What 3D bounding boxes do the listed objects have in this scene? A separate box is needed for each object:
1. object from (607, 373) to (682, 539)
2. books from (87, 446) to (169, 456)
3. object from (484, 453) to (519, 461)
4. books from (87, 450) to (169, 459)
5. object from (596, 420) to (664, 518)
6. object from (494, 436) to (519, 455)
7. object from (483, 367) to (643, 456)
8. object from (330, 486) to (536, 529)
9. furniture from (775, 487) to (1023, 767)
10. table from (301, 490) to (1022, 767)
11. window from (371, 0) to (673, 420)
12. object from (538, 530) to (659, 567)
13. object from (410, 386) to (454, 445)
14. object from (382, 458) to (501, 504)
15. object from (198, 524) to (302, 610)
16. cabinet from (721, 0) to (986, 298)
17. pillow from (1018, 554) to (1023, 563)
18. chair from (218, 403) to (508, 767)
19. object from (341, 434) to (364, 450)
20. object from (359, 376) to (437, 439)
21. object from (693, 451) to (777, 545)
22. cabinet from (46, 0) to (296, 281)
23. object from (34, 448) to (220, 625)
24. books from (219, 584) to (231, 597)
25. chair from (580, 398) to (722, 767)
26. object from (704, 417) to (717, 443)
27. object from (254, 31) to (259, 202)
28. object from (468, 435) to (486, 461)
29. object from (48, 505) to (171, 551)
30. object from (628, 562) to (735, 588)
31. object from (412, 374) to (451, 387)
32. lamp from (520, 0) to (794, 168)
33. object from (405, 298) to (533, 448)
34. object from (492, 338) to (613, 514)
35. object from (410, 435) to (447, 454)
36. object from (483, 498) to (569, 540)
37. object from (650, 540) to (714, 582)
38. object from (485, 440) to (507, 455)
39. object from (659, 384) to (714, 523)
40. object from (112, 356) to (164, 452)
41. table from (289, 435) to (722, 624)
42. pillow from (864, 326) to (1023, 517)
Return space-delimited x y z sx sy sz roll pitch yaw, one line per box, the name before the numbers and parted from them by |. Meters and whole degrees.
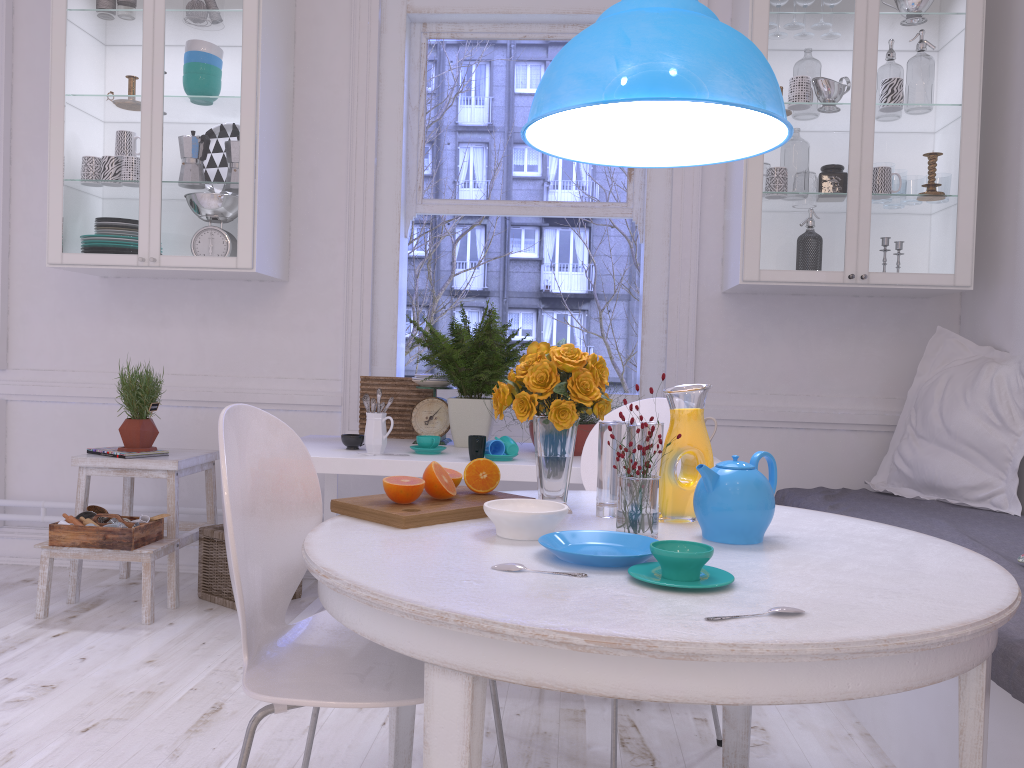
object | 0.229 0.123 1.539 0.128 0.287 0.128 2 1 6
books | -1.441 0.250 3.328 0.246 0.007 0.180 3 2 34
object | -0.040 0.227 2.779 0.121 0.021 0.121 3 2 44
books | -1.441 0.259 3.329 0.246 0.011 0.180 3 2 34
object | 0.234 0.169 1.759 0.101 0.186 0.122 3 2 34
object | -0.018 0.195 2.785 0.069 0.059 0.082 1 2 -18
object | 0.197 0.073 3.039 0.668 0.367 0.531 3 2 29
object | -0.149 0.238 1.747 0.224 0.024 0.347 3 2 44
furniture | 1.227 0.668 1.760 0.769 0.508 3.296 2 1 4
table | 0.213 0.581 1.539 1.140 0.629 1.140 3 2 33
window | 0.047 -0.753 3.780 1.234 1.782 0.181 2 1 4
object | 0.138 0.256 1.373 0.196 0.023 0.196 2 1 -9
object | -0.291 0.114 3.287 0.159 0.208 0.185 2 1 4
object | -0.154 0.188 1.770 0.129 0.075 0.285 3 2 40
object | -0.990 0.678 3.364 0.276 0.270 0.276 3 2 37
cabinet | 1.268 -1.008 3.350 0.823 1.311 0.425 2 1 4
pillow | 1.393 0.239 1.771 0.509 0.447 0.592 2 1 9
chair | -0.236 0.462 1.471 0.483 0.845 0.604 2 1 4
object | -0.529 0.194 2.953 0.079 0.048 0.082 1 2 -36
object | -0.438 0.092 3.404 0.294 0.237 0.028 2 1 4
object | 0.395 0.196 1.557 0.156 0.151 0.150 2 1 7
cabinet | -1.344 -1.095 3.530 0.823 1.311 0.425 2 1 4
object | -1.397 0.534 3.300 0.418 0.534 0.599 2 1 4
books | -0.981 0.645 3.374 0.221 0.306 0.205 3 2 37
chair | 0.213 0.457 2.234 0.483 0.845 0.604 1 2 -41
object | 0.623 0.176 3.043 0.127 0.152 0.115 1 1 -14
object | -1.343 -1.095 3.551 0.811 0.651 0.376 2 1 4
object | -0.111 0.198 2.719 0.055 0.077 0.070 3 2 30
object | -1.394 0.499 3.091 0.358 0.110 0.211 2 1 6
object | 0.236 0.269 1.239 0.147 0.011 0.147 2 1 6
object | -0.290 -0.013 3.294 0.163 0.047 0.164 1 2 -37
lamp | 0.332 -1.494 1.864 0.568 1.948 0.568 3 2 38
object | -0.149 -0.040 3.157 0.438 0.527 0.368 2 1 4
object | 0.087 0.081 1.776 0.234 0.351 0.235 1 2 -31
object | -0.274 0.199 2.903 0.121 0.055 0.121 3 2 44
object | 0.023 0.235 1.531 0.147 0.052 0.147 0 2 -44
object | 0.236 0.248 1.239 0.088 0.043 0.088 2 1 11
object | -0.054 0.200 2.775 0.069 0.058 0.080 1 2 -23
object | 0.340 0.133 1.726 0.094 0.267 0.116 3 2 31
object | -1.384 0.064 3.310 0.186 0.367 0.196 1 2 -41
table | -0.066 0.540 3.042 1.514 0.619 0.736 2 1 4
pillow | 1.606 0.105 3.188 0.374 0.642 0.677 1 2 -26
